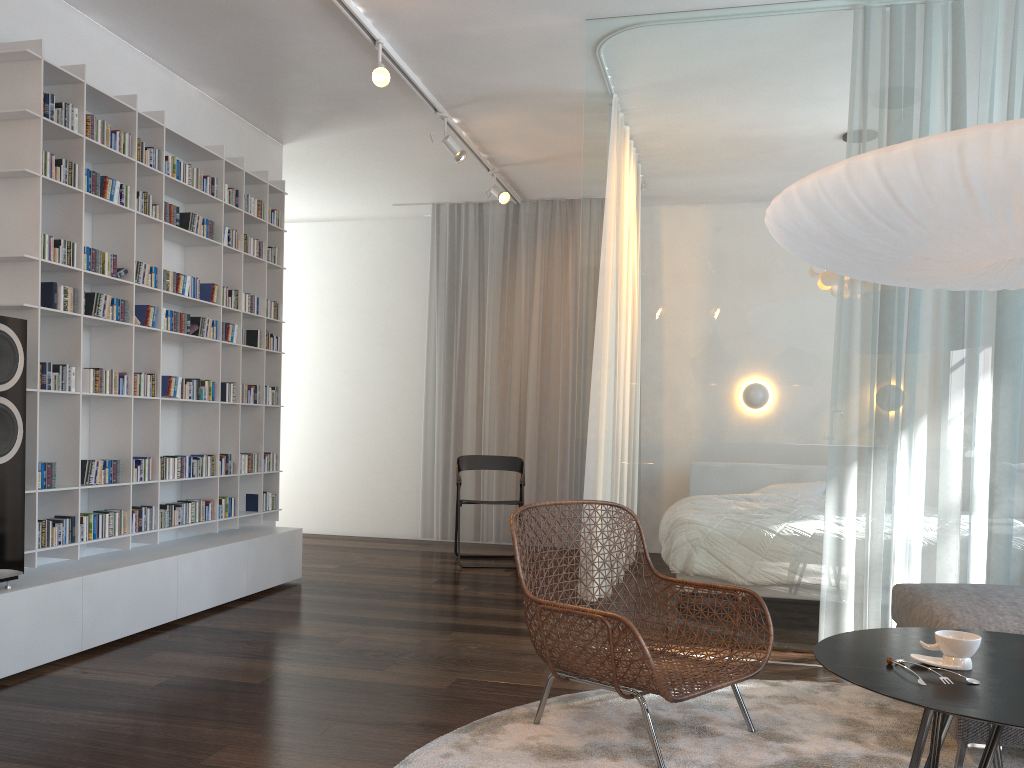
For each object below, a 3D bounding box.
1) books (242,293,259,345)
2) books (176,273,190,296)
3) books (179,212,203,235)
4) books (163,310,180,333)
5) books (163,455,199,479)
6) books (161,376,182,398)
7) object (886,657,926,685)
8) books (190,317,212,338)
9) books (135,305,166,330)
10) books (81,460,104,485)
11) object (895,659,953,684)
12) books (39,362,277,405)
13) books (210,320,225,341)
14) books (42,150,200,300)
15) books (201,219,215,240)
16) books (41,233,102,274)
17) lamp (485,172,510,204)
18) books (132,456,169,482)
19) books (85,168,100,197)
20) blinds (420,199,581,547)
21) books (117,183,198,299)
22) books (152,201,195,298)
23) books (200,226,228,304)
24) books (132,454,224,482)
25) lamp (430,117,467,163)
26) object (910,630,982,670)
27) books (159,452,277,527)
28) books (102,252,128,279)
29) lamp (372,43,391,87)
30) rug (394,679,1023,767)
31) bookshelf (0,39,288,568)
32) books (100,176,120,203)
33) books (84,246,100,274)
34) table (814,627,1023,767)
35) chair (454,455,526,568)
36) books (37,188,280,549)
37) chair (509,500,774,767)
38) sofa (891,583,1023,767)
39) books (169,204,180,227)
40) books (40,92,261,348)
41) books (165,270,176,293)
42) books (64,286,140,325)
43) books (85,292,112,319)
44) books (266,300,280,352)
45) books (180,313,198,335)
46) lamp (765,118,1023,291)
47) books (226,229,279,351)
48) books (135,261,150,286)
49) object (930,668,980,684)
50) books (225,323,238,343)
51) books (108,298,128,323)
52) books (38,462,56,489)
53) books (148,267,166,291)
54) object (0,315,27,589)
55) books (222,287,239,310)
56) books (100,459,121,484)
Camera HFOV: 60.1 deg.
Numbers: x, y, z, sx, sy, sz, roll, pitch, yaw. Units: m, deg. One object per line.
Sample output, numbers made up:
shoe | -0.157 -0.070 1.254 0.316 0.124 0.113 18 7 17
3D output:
books | -1.542 -0.366 5.068 0.114 0.300 0.231 2 0 14
books | -1.686 -0.496 4.440 0.090 0.108 0.118 1 -1 13
books | -1.654 -0.815 4.530 0.090 0.108 0.118 1 -1 13
books | -1.710 -0.308 4.369 0.099 0.104 0.132 1 -1 12
books | -1.704 0.420 4.495 0.114 0.112 0.234 1 -2 13
books | -1.712 0.015 4.397 0.090 0.108 0.118 1 -1 13
object | 0.826 0.602 1.858 0.015 0.015 0.168 1 -3 1
books | -1.643 -0.294 4.644 0.090 0.108 0.118 1 -1 13
books | -1.741 -0.318 4.236 0.090 0.110 0.158 1 -2 13
books | -1.854 0.385 3.853 0.090 0.108 0.118 1 -1 13
object | 0.868 0.603 1.867 0.025 0.016 0.164 2 -3 -11
books | -1.704 0.018 4.446 0.114 0.114 1.927 1 -3 14
books | -1.616 -0.286 4.763 0.099 0.105 0.144 1 -2 12
books | -1.778 -0.680 4.041 0.102 0.431 1.125 2 -2 14
books | -1.629 -0.807 4.643 0.099 0.104 0.132 1 -1 12
books | -1.868 -0.537 3.683 0.102 0.104 0.384 1 -3 14
lamp | -0.114 -1.349 6.100 0.085 0.240 0.250 1 0 -44
books | -1.762 0.406 4.248 0.099 0.112 0.268 1 -2 12
books | -1.835 -0.859 3.781 0.099 0.104 0.132 1 -1 12
blinds | 0.144 -0.087 7.029 1.807 2.737 0.153 1 1 16
books | -1.723 -0.671 4.272 0.101 0.438 0.621 2 -1 13
books | -1.701 -0.660 4.368 0.100 0.432 0.350 2 0 13
books | -1.606 -0.640 4.753 0.090 0.432 0.156 2 1 14
books | -1.711 0.419 4.466 0.114 0.112 0.765 1 -3 14
lamp | -0.359 -1.408 5.076 0.085 0.240 0.251 2 0 43
object | 0.950 0.582 1.939 0.139 0.069 0.091 0 -2 25
books | -1.610 0.562 4.905 0.114 0.349 1.134 2 -2 14
books | -1.800 -0.520 3.963 0.090 0.106 0.164 1 -2 13
lamp | -0.623 -1.467 4.088 0.085 0.240 0.250 1 -1 -21
rug | 1.020 1.092 2.060 2.837 0.012 2.839 2 -3 -7
bookshelf | -1.747 -0.256 4.443 0.227 2.075 2.086 2 -1 14
books | -1.804 -0.853 3.906 0.090 0.108 0.118 1 -1 13
books | -1.842 -0.531 3.793 0.099 0.104 0.132 1 -1 12
table | 1.090 0.854 1.906 0.846 0.473 0.848 1 -2 16
chair | -0.155 0.908 6.391 0.501 0.775 0.561 1 0 -7
books | -1.696 -0.199 4.451 0.114 1.821 1.954 2 -1 14
chair | 0.393 0.760 2.906 0.719 0.710 0.685 2 -1 -44
sofa | 2.120 0.776 1.770 2.038 0.672 3.071 1 -3 13
books | -1.696 -0.825 4.357 0.090 0.104 0.074 1 0 13
books | -1.707 -0.686 4.343 0.114 0.857 1.755 2 -2 14
books | -1.708 -0.500 4.346 0.090 0.109 0.074 1 0 13
books | -1.822 -0.336 3.895 0.090 0.106 0.504 1 -3 14
books | -1.828 -0.341 3.872 0.090 0.108 0.118 1 -1 13
books | -1.485 -0.352 5.308 0.114 0.300 0.183 2 0 14
books | -1.674 -0.299 4.515 0.090 0.106 0.164 1 -2 13
lamp | 1.467 -0.419 2.468 1.472 0.210 1.469 4 -4 -40
books | -1.527 -0.527 5.111 0.114 0.626 0.569 2 -1 14
books | -1.761 -0.513 4.128 0.090 0.108 0.118 1 -1 13
object | 0.921 0.606 1.846 0.026 0.010 0.124 2 -3 -20
books | -1.584 -0.280 4.889 0.090 0.108 0.118 1 -1 13
books | -1.802 -0.330 3.984 0.099 0.104 0.132 1 -1 12
books | -1.921 0.370 3.580 0.099 0.104 0.132 1 -1 12
books | -1.734 -0.504 4.244 0.099 0.104 0.139 1 -1 12
object | -1.982 0.253 3.207 0.280 1.003 0.294 2 1 13
books | -1.584 -0.471 4.870 0.102 0.112 0.232 1 -2 14
books | -1.828 0.392 3.966 0.099 0.104 0.132 1 -1 12
